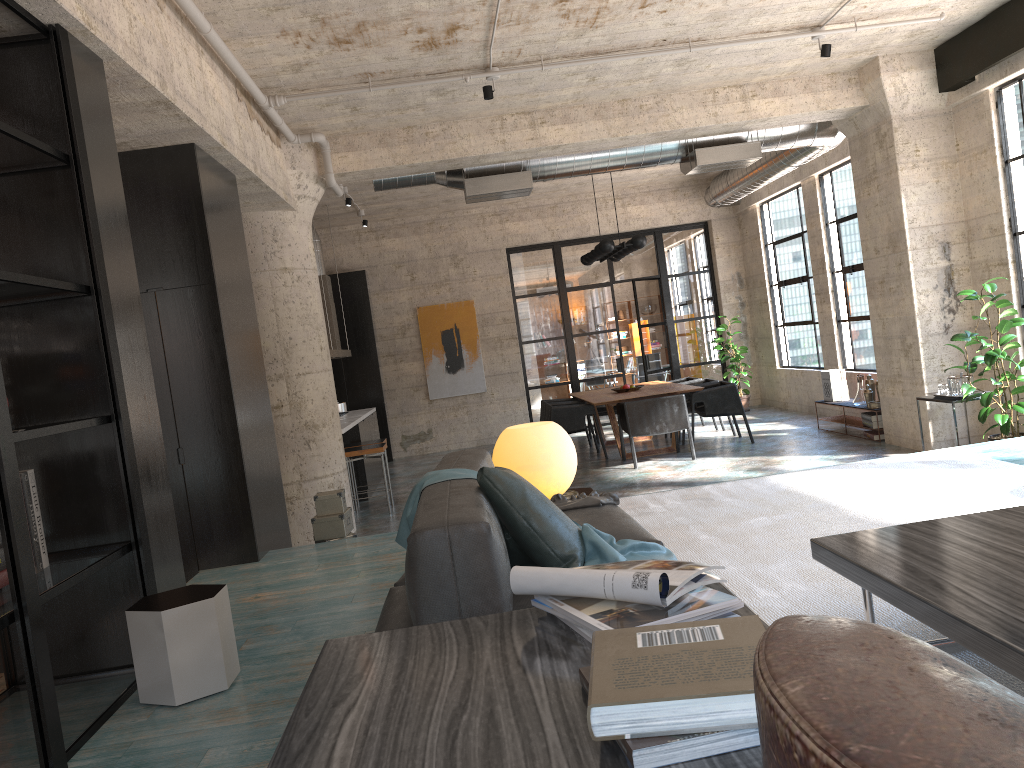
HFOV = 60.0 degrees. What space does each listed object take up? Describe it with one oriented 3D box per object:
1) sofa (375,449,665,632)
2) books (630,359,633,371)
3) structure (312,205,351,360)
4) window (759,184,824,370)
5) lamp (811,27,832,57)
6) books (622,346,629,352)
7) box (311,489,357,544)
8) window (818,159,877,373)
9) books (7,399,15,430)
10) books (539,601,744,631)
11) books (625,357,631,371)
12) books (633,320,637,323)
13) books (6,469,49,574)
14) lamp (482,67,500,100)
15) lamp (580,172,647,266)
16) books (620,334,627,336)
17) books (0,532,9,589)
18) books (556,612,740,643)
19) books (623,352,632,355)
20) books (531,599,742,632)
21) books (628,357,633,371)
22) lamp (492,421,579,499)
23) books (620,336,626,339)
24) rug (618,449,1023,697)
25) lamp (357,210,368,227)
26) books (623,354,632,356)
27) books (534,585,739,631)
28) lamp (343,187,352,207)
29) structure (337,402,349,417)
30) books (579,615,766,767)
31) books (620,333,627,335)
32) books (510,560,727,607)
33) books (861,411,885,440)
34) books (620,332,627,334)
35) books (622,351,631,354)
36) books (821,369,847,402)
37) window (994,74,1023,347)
[{"bbox_3d":[0.056,0.616,3.032,1.019,0.680,2.063,-8,3,-3],"label":"sofa"},{"bbox_3d":[2.809,-0.445,20.822,0.098,0.351,0.272,-8,3,-3],"label":"books"},{"bbox_3d":[-2.540,-1.319,10.669,0.538,2.100,3.117,-8,3,-3],"label":"structure"},{"bbox_3d":[3.843,-1.582,15.787,0.081,2.530,7.902,-8,3,-3],"label":"window"},{"bbox_3d":[2.402,-2.645,6.888,0.107,0.236,0.145,-9,3,-20],"label":"lamp"},{"bbox_3d":[2.556,-0.807,20.784,0.335,0.118,0.213,-8,3,-3],"label":"books"},{"bbox_3d":[-1.200,0.945,5.957,0.280,0.441,0.331,-9,3,-14],"label":"box"},{"bbox_3d":[4.160,-1.391,10.494,0.081,2.530,1.780,-8,3,-3],"label":"window"},{"bbox_3d":[-1.992,0.045,3.106,0.303,0.303,0.378,-8,3,-2],"label":"books"},{"bbox_3d":[0.228,0.412,1.659,0.252,0.011,0.318,-9,3,-26],"label":"books"},{"bbox_3d":[2.714,-0.440,20.830,0.163,0.368,0.244,-8,3,-3],"label":"books"},{"bbox_3d":[2.906,-1.307,20.786,0.036,0.379,0.244,-8,3,-3],"label":"books"},{"bbox_3d":[-1.847,0.512,3.161,0.277,0.362,0.191,-8,3,-8],"label":"books"},{"bbox_3d":[-0.155,-2.289,6.759,0.141,0.215,0.107,-9,3,-21],"label":"lamp"},{"bbox_3d":[1.187,-2.263,11.284,0.583,1.327,1.813,-8,3,-3],"label":"lamp"},{"bbox_3d":[2.474,-1.126,20.777,0.379,0.036,0.244,-8,3,-3],"label":"books"},{"bbox_3d":[-1.839,0.610,2.815,0.274,0.197,0.393,-8,3,-3],"label":"books"},{"bbox_3d":[0.232,0.423,1.643,0.252,0.011,0.318,-9,3,-16],"label":"books"},{"bbox_3d":[2.596,-0.699,20.816,0.379,0.036,0.244,-8,3,-8],"label":"books"},{"bbox_3d":[0.220,0.404,1.641,0.252,0.011,0.318,-9,3,-26],"label":"books"},{"bbox_3d":[2.757,-0.446,20.809,0.161,0.369,0.244,-8,3,-3],"label":"books"},{"bbox_3d":[0.125,0.428,4.824,0.462,0.417,0.462,-7,3,25],"label":"lamp"},{"bbox_3d":[2.501,-1.083,20.772,0.326,0.055,0.255,-8,3,7],"label":"books"},{"bbox_3d":[1.657,0.778,1.981,2.954,0.032,7.768,-8,3,-3],"label":"rug"},{"bbox_3d":[-2.176,-2.408,12.935,0.145,0.236,0.107,-9,3,-20],"label":"lamp"},{"bbox_3d":[2.614,-0.672,20.804,0.355,0.021,0.272,-8,3,-5],"label":"books"},{"bbox_3d":[0.217,0.394,1.632,0.252,0.011,0.318,-9,3,-21],"label":"books"},{"bbox_3d":[-2.073,-2.336,11.071,0.145,0.236,0.107,-9,3,-20],"label":"lamp"},{"bbox_3d":[-2.458,0.341,11.692,0.506,0.187,0.833,-8,3,-3],"label":"structure"},{"bbox_3d":[0.235,0.409,1.221,0.278,0.075,0.320,-8,3,1],"label":"books"},{"bbox_3d":[2.486,-1.155,20.767,0.379,0.018,0.244,-8,3,-10],"label":"books"},{"bbox_3d":[0.208,0.378,1.711,0.322,0.109,0.273,-6,3,37],"label":"books"},{"bbox_3d":[3.965,0.438,9.547,0.274,0.263,0.393,-8,3,7],"label":"books"},{"bbox_3d":[2.485,-1.182,20.757,0.379,0.036,0.244,-8,3,-9],"label":"books"},{"bbox_3d":[2.578,-0.732,20.779,0.379,0.036,0.244,-8,3,-4],"label":"books"},{"bbox_3d":[3.870,0.014,10.649,0.191,0.362,0.277,-8,3,-3],"label":"books"},{"bbox_3d":[4.382,-1.256,6.776,0.081,2.530,1.780,-8,3,-3],"label":"window"}]
